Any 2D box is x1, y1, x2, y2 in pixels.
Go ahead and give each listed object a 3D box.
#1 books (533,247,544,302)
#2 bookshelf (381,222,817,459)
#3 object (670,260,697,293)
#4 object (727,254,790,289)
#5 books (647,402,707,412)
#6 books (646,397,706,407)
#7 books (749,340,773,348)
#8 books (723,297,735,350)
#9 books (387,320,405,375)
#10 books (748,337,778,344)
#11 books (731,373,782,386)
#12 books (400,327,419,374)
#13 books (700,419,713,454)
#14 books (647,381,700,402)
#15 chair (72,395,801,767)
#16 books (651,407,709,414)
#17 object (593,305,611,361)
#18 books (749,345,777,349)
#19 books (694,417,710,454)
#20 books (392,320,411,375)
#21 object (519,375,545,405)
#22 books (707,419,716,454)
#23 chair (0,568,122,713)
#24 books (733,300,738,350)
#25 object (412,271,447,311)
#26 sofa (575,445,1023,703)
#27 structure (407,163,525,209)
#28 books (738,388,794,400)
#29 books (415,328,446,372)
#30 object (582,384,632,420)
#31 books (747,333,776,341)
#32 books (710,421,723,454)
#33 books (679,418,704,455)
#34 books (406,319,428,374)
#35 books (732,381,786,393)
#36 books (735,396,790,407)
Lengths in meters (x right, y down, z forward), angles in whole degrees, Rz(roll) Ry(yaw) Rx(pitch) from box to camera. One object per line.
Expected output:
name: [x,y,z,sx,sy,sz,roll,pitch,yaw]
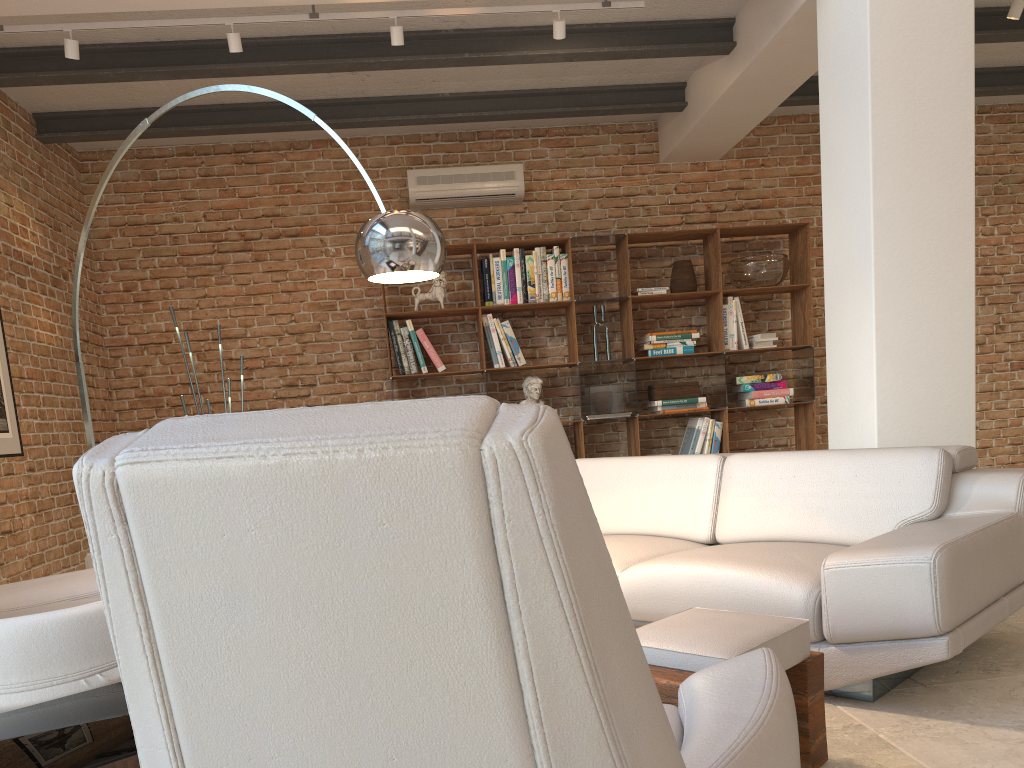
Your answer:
books: [0.181,-0.754,6.227,0.036,0.389,0.240,-5,5,-6]
bookshelf: [0.666,0.085,6.353,3.029,2.236,0.358,-5,8,-5]
object: [1.227,-0.760,6.252,0.193,0.236,0.191,-1,5,42]
object: [1.792,-0.796,6.345,0.440,0.222,0.429,-5,0,36]
books: [1.218,0.170,6.454,0.378,0.037,0.242,-4,-2,-10]
books: [1.204,0.133,6.414,0.379,0.037,0.242,-4,-2,-7]
books: [1.836,-0.290,6.424,0.132,0.034,0.203,-5,-2,4]
books: [1.565,-0.427,6.382,0.036,0.389,0.240,-5,5,-6]
books: [-0.818,-0.245,6.184,0.091,0.390,0.240,-5,5,-6]
books: [1.841,-0.317,6.425,0.171,0.019,0.234,-5,-2,-3]
books: [1.812,-0.032,6.479,0.327,0.056,0.252,-5,-2,5]
books: [-0.731,-0.225,6.222,0.102,0.339,0.251,-5,4,-6]
books: [1.416,0.441,6.494,0.098,0.360,0.268,-5,4,-6]
books: [1.187,0.056,6.410,0.335,0.120,0.211,-4,0,-5]
chair: [-0.073,0.540,1.271,1.029,1.031,0.956,-4,3,11]
books: [1.235,0.198,6.445,0.355,0.021,0.270,-4,-2,-7]
object: [0.636,-0.362,6.254,0.121,0.405,0.060,-5,8,-2]
books: [1.844,-0.264,6.443,0.171,0.019,0.234,-5,-2,2]
books: [1.364,0.436,6.478,0.161,0.378,0.240,-5,5,-6]
books: [-0.782,-0.248,6.195,0.091,0.390,0.240,-5,5,-6]
object: [0.144,0.117,6.316,0.196,0.355,0.190,-4,6,10]
books: [1.437,0.442,6.505,0.098,0.360,0.268,-5,4,-6]
chair: [-1.762,0.742,2.884,0.977,1.013,1.020,-6,3,-21]
books: [1.593,-0.415,6.396,0.021,0.364,0.268,-5,4,-6]
object: [-0.575,-0.653,6.099,0.252,0.287,0.128,-4,6,3]
sofa: [0.777,0.688,3.630,2.335,0.766,1.129,-6,0,45]
structure: [-0.328,-1.402,6.191,0.811,0.223,0.197,-4,3,-5]
books: [1.883,0.076,6.490,0.325,0.056,0.253,-4,-2,-10]
books: [-0.583,-0.230,6.228,0.194,0.323,0.251,-5,4,-6]
object: [0.671,0.132,6.344,0.335,0.236,0.281,-5,2,-5]
books: [1.831,-0.343,6.416,0.132,0.034,0.205,-4,-2,-16]
books: [1.482,0.446,6.496,0.116,0.339,0.251,-5,4,-6]
books: [1.321,0.441,6.498,0.163,0.378,0.240,-5,5,-6]
books: [-0.675,-0.255,6.193,0.121,0.387,0.240,-5,5,-6]
books: [1.833,0.023,6.489,0.326,0.056,0.253,-4,-2,-5]
books: [1.862,0.134,6.495,0.326,0.056,0.252,-4,-2,-3]
